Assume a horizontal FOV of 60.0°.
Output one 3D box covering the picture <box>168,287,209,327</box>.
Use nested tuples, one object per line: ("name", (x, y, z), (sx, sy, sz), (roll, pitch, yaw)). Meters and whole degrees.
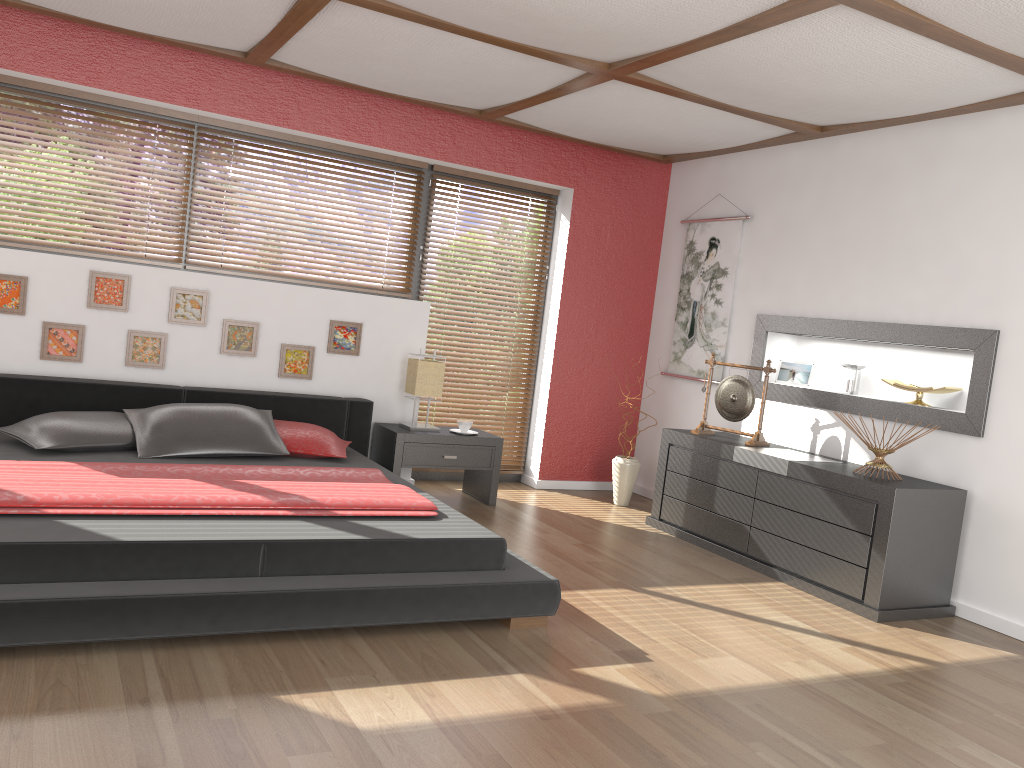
("picture", (-1.800, -0.429, 4.937), (0.200, 0.200, 0.010), (5, 4, -28))

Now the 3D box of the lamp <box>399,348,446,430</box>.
("lamp", (-0.539, 0.026, 5.426), (0.200, 0.480, 0.200), (5, 4, -28))

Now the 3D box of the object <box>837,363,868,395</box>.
("object", (1.942, -0.026, 5.074), (0.159, 0.171, 0.159), (8, 4, 21))

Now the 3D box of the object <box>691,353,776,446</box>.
("object", (1.313, 0.081, 5.219), (0.173, 0.498, 0.490), (3, 5, -43))

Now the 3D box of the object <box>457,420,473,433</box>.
("object", (-0.293, 0.265, 5.478), (0.099, 0.069, 0.099), (7, 4, -3))

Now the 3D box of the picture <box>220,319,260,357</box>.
("picture", (-1.560, -0.263, 5.086), (0.200, 0.200, 0.010), (5, 4, -28))

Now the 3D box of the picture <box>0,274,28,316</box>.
("picture", (-2.588, -0.459, 4.519), (0.200, 0.200, 0.010), (5, 4, -28))

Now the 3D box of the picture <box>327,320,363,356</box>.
("picture", (-1.012, -0.278, 5.371), (0.200, 0.200, 0.010), (5, 4, -28))

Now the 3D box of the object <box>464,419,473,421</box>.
("object", (-0.288, 0.227, 5.482), (0.007, 0.007, 0.192), (9, 4, 26))

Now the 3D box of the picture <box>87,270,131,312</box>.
("picture", (-2.154, -0.495, 4.743), (0.200, 0.200, 0.010), (5, 4, -28))

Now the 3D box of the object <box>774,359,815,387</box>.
("object", (1.724, -0.068, 5.414), (0.226, 0.146, 0.041), (10, 5, 41))

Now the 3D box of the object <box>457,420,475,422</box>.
("object", (-0.285, 0.229, 5.459), (0.007, 0.007, 0.192), (9, 4, 31))

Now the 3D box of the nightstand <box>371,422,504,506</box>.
("nightstand", (-0.471, 0.496, 5.478), (0.700, 0.423, 0.413), (5, 4, -28))

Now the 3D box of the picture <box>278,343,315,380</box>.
("picture", (-1.275, -0.131, 5.252), (0.200, 0.200, 0.010), (5, 4, -28))

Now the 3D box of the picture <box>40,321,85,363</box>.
("picture", (-2.365, -0.220, 4.668), (0.200, 0.200, 0.010), (5, 4, -28))

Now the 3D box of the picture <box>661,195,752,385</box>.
("picture", (1.311, -0.652, 6.009), (0.028, 1.270, 0.701), (5, 4, -28))

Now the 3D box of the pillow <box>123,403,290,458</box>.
("pillow", (-1.513, 0.223, 4.415), (0.744, 0.241, 0.386), (4, 5, -33))

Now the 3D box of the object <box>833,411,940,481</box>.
("object", (1.796, 0.308, 4.311), (0.481, 0.282, 0.481), (9, 4, 28))

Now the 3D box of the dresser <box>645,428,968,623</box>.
("dresser", (1.499, 0.684, 4.828), (0.540, 0.608, 1.740), (5, 4, -28))

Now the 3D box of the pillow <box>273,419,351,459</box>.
("pillow", (-1.233, 0.288, 4.730), (0.745, 0.172, 0.418), (6, 4, -9))

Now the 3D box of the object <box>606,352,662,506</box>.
("object", (0.750, 0.302, 5.958), (0.364, 1.035, 0.422), (10, 5, 37))

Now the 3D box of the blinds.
("blinds", (-1.933, -0.525, 5.180), (4.840, 1.952, 0.032), (5, 4, -28))

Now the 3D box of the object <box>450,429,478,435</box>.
("object", (-0.297, 0.298, 5.480), (0.179, 0.012, 0.179), (7, 4, -3))

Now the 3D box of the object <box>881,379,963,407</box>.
("object", (2.140, 0.054, 4.656), (0.181, 0.116, 0.350), (4, 5, -38))

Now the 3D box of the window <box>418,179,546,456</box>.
("window", (-0.245, -0.423, 6.158), (0.889, 1.893, 0.020), (5, 4, -28))

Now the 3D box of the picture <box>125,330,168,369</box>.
("picture", (-2.004, -0.188, 4.862), (0.200, 0.200, 0.010), (5, 4, -28))

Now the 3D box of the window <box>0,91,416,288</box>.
("window", (-1.892, -1.106, 5.203), (2.817, 0.786, 0.020), (5, 4, -28))

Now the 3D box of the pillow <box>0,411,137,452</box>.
("pillow", (-2.010, 0.226, 4.253), (0.418, 0.172, 0.745), (10, 5, 37))

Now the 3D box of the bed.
("bed", (-1.434, 0.414, 3.824), (2.469, 0.577, 2.413), (5, 4, -28))
